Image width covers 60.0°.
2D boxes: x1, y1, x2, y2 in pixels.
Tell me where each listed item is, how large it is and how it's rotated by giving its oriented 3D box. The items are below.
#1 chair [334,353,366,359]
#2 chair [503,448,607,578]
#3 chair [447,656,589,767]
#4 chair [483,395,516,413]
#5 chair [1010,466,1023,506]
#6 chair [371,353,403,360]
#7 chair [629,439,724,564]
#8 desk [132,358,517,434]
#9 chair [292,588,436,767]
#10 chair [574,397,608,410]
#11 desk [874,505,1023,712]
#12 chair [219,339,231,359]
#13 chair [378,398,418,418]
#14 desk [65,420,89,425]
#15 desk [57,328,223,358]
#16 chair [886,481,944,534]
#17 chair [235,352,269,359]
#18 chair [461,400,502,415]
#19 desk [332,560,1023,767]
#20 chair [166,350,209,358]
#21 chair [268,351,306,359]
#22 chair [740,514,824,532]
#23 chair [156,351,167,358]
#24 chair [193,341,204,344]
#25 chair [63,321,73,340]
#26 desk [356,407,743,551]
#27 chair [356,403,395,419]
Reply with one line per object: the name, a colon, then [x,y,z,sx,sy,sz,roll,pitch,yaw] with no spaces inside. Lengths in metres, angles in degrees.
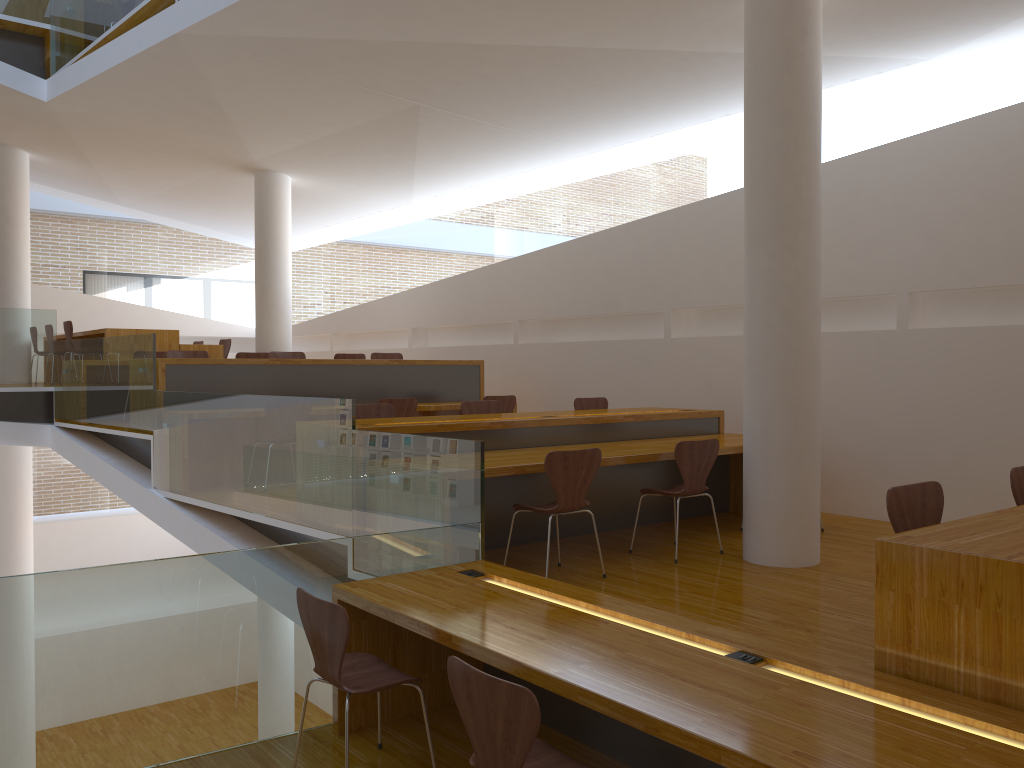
chair: [-1.897,0.006,9.971,0.428,0.693,0.381,-1,1,-38]
chair: [0.218,0.680,4.694,0.428,0.693,0.381,-1,1,-38]
chair: [0.073,1.087,2.411,0.381,0.693,0.428,-1,1,-38]
chair: [-0.214,0.451,8.392,0.428,0.693,0.381,-1,1,-38]
chair: [2.298,0.694,3.629,0.428,0.693,0.381,-1,1,-38]
chair: [-1.223,0.016,9.277,0.428,0.693,0.381,-1,1,-38]
chair: [0.980,0.669,5.296,0.428,0.693,0.381,-1,1,-38]
desk: [-1.599,0.286,8.086,3.216,1.022,1.248,-1,1,-38]
chair: [-0.530,1.076,3.173,0.381,0.693,0.428,-1,1,-38]
chair: [0.770,0.463,7.362,0.428,0.693,0.381,-1,1,-38]
desk: [2.543,0.738,3.281,3.185,0.606,0.760,-1,1,-38]
chair: [-3.655,-0.205,10.810,0.381,0.693,0.428,-1,1,-38]
chair: [-1.068,0.465,7.668,0.428,0.693,0.381,-1,1,-38]
desk: [-2.927,0.056,9.622,3.356,0.606,0.760,-1,1,-38]
desk: [-4.756,-0.231,10.938,1.247,0.762,3.194,-1,1,-38]
chair: [1.536,0.705,3.027,0.428,0.693,0.381,-1,1,-38]
chair: [-2.751,0.019,9.248,0.428,0.693,0.381,-1,1,-38]
chair: [-0.131,0.475,6.698,0.428,0.693,0.381,-1,1,-38]
desk: [0.555,1.132,2.589,0.760,0.606,3.185,-1,1,-38]
chair: [-2.876,0.040,8.019,0.428,0.693,0.381,-1,1,-38]
chair: [-2.114,0.028,8.621,0.428,0.693,0.381,-1,1,-38]
chair: [1.834,0.655,6.020,0.428,0.693,0.381,-1,1,-38]
chair: [-3.513,0.030,8.645,0.428,0.693,0.381,-1,1,-38]
chair: [-4.258,-0.217,11.572,0.381,0.693,0.428,-1,1,-38]
chair: [-4.622,-0.327,9.594,0.381,0.693,0.428,-1,1,-38]
desk: [0.423,0.615,5.904,3.243,0.785,1.527,-1,1,-38]
chair: [-0.893,0.487,6.096,0.428,0.693,0.381,-1,1,-38]
